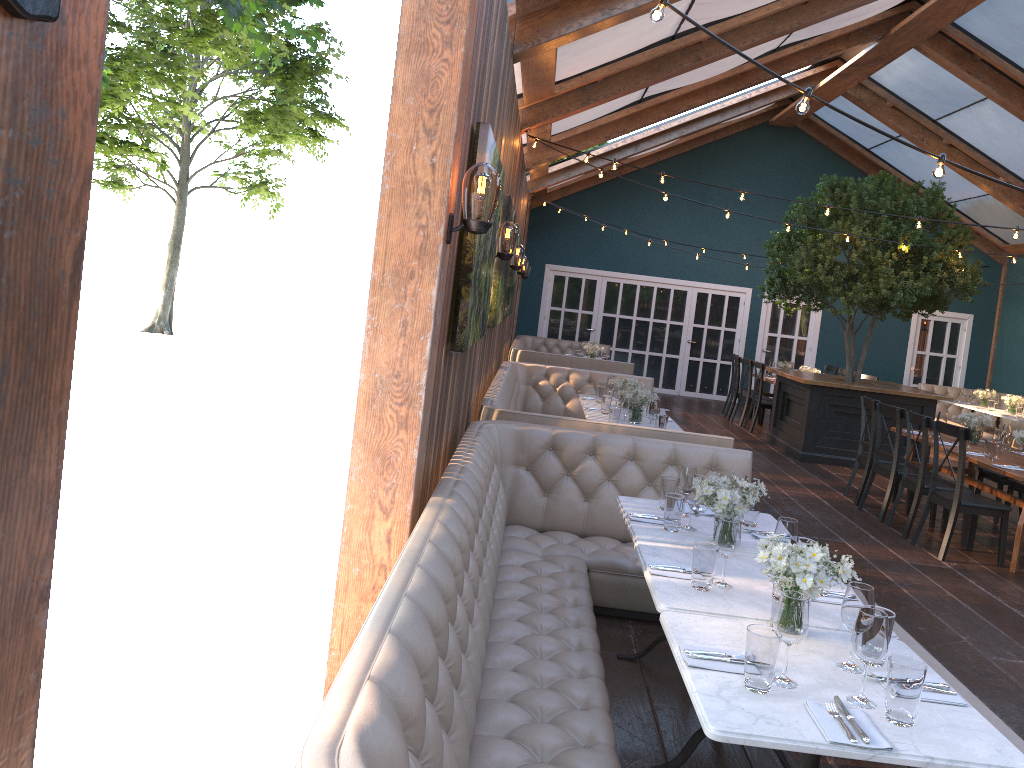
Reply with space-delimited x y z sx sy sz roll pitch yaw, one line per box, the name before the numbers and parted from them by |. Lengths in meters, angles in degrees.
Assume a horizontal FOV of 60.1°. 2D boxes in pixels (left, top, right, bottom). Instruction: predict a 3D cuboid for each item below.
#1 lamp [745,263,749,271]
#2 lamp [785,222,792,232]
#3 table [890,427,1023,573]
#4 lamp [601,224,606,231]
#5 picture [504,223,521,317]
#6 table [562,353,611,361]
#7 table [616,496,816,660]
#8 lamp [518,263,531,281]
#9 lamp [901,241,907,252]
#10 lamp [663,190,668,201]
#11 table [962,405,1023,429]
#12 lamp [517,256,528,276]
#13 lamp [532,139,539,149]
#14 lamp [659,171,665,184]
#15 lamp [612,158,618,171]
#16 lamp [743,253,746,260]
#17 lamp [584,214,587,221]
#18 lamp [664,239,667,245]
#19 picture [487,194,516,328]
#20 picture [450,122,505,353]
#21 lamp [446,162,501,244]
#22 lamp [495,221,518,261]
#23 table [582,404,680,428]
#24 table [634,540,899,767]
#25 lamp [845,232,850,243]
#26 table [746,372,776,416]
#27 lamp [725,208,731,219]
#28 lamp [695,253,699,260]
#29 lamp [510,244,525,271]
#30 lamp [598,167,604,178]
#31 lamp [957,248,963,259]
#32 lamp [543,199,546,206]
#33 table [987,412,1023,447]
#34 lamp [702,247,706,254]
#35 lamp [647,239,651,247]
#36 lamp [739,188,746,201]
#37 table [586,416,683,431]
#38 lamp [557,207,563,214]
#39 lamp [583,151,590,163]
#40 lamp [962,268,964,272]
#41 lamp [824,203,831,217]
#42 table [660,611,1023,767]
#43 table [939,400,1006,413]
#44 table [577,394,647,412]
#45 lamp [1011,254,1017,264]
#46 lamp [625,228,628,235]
lamp | 3.548 -1.771 13.365 0.057 0.119 0.060 9 4 38
lamp | 3.037 -1.726 9.723 0.056 0.120 0.057 6 3 -11
table | 4.189 0.972 7.694 0.950 0.727 2.441 7 6 1
lamp | 1.440 -2.474 13.963 0.059 0.119 0.057 7 3 -5
picture | 0.006 -1.285 10.160 0.065 0.994 1.657 7 5 1
table | 1.206 -0.106 14.694 0.798 0.670 0.802 7 5 1
table | 0.878 0.987 4.123 0.798 0.670 0.802 7 5 0
lamp | 0.203 -1.810 14.310 0.178 0.319 0.147 7 3 1
lamp | 4.496 -1.578 10.136 0.056 0.120 0.056 8 3 26
lamp | 1.612 -1.968 9.257 0.057 0.118 0.062 10 4 43
table | 7.504 0.754 13.710 0.799 0.670 0.802 7 5 2
lamp | 0.118 -1.526 11.564 0.178 0.319 0.147 7 3 1
lamp | 0.228 -2.400 8.811 0.057 0.119 0.061 9 4 36
lamp | 1.428 -1.957 8.383 0.056 0.121 0.056 8 3 26
lamp | 0.992 -2.111 8.514 0.056 0.121 0.056 7 3 4
lamp | 4.079 -2.240 15.511 0.056 0.117 0.067 4 4 -45
lamp | 1.221 -2.741 14.592 0.056 0.121 0.057 6 3 -14
lamp | 2.624 -2.412 15.077 0.056 0.120 0.056 7 3 3
picture | -0.072 -1.001 7.420 0.065 0.994 1.657 7 5 1
picture | -0.153 -0.712 4.632 0.065 0.994 1.657 7 5 1
lamp | -0.138 -0.674 3.324 0.178 0.319 0.147 7 3 1
lamp | -0.053 -0.957 6.055 0.178 0.319 0.147 7 3 1
table | 0.993 0.604 7.823 0.799 0.670 0.802 7 5 2
table | 0.853 1.071 3.308 0.799 0.670 0.802 7 5 2
lamp | 3.766 -1.643 9.923 0.056 0.121 0.056 6 3 -18
table | 4.379 0.340 13.813 0.950 0.727 2.441 7 6 1
lamp | 2.317 -1.830 9.498 0.056 0.120 0.057 5 4 -33
lamp | 2.841 -1.957 13.541 0.057 0.114 0.073 10 4 44
lamp | 0.033 -1.242 8.821 0.178 0.319 0.147 7 3 1
lamp | 0.913 -2.155 9.028 0.065 0.118 0.057 4 4 -40
lamp | 5.230 -1.522 10.320 0.060 0.119 0.057 6 3 -13
lamp | 0.530 -2.938 14.341 0.056 0.120 0.057 5 3 -29
table | 7.479 0.839 12.895 0.798 0.670 0.802 7 5 0
lamp | 3.322 -2.316 15.314 0.056 0.120 0.056 8 3 25
lamp | 2.136 -2.198 13.775 0.056 0.119 0.059 7 3 5
lamp | 2.125 -1.746 8.165 0.056 0.121 0.056 8 3 14
table | 0.968 0.689 7.008 0.798 0.670 0.802 7 5 1
lamp | 0.763 -2.779 14.139 0.056 0.113 0.077 4 4 -43
lamp | 0.726 -2.202 8.593 0.056 0.120 0.057 5 4 -33
lamp | 8.479 -2.167 16.617 0.056 0.120 0.056 6 3 -16
lamp | 2.834 -1.564 7.941 0.056 0.121 0.056 7 3 10
table | 0.827 1.155 2.493 0.798 0.670 0.802 7 5 1
table | 7.530 0.670 14.525 0.798 0.670 0.802 7 5 1
table | 1.018 0.520 8.638 0.798 0.670 0.802 7 5 0
lamp | 5.967 -1.485 10.510 0.060 0.119 0.056 8 3 25
lamp | 1.920 -2.559 14.834 0.056 0.120 0.056 8 3 16
